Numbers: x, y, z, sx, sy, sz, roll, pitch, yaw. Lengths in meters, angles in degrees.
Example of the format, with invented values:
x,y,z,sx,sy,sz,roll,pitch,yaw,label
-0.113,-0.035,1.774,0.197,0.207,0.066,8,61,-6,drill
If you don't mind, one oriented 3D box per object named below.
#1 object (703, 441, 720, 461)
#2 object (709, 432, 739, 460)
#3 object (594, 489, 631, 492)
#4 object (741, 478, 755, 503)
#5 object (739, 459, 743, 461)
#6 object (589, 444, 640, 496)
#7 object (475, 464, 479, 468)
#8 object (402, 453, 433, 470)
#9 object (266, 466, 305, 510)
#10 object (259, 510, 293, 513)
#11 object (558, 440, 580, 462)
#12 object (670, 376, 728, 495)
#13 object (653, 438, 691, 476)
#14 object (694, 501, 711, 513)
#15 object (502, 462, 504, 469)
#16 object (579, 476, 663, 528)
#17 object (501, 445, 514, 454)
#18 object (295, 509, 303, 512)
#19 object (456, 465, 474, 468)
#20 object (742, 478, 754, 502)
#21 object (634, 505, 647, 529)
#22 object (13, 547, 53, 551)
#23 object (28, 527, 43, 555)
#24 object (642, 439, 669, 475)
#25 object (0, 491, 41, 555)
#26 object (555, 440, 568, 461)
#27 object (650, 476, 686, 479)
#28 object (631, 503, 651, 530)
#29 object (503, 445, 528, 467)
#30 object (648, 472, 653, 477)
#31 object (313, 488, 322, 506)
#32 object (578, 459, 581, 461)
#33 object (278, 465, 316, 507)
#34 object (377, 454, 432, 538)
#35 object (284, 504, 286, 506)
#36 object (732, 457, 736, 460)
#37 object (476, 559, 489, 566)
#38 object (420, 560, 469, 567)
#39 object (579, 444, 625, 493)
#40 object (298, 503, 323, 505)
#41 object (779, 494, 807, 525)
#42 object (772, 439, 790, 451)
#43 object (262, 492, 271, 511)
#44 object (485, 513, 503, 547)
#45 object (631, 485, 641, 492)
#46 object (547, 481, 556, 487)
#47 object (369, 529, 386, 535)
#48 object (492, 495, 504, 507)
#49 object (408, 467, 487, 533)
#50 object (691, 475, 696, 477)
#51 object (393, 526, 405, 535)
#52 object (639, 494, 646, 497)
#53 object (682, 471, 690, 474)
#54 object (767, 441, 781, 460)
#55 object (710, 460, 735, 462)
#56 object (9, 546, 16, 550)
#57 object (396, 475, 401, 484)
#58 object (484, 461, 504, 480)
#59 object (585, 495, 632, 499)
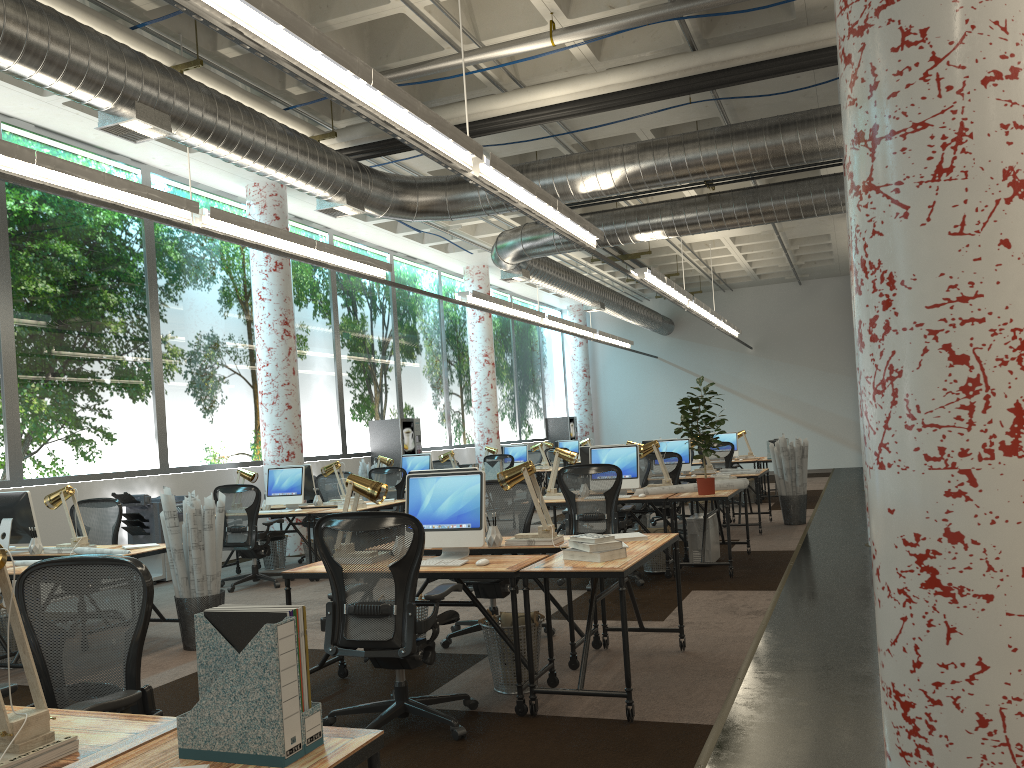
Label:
x,y,z,sx,sy,sz,roll,pitch,yaw,label
3.564,1.110,15.698,0.484,0.485,0.189,-4,-1,21,object
3.615,1.072,15.110,0.484,0.485,0.189,-4,-1,21,object
1.061,1.109,9.283,0.439,0.017,0.118,-5,-4,21,object
3.983,1.795,15.024,0.359,0.435,0.353,-4,-2,18,object
3.827,1.266,14.785,0.059,0.029,0.106,-5,-3,22,object
0.991,0.834,8.499,0.484,0.485,0.189,-4,-1,21,object
-0.589,1.280,12.388,0.281,0.302,0.150,-4,-1,21,object
-1.423,1.301,13.373,0.484,0.485,0.189,-4,-1,21,object
-2.511,1.166,9.877,0.484,0.485,0.189,-4,-1,21,object
-2.601,1.394,9.678,0.439,0.017,0.118,-5,-4,21,object
1.265,1.486,19.521,0.484,0.485,0.189,-4,-1,21,object
1.694,0.461,7.975,0.514,1.077,0.438,-4,-1,12,object
2.072,0.958,11.441,0.484,0.485,0.189,-4,-1,21,object
2.475,1.696,11.426,0.235,0.403,0.119,-4,-1,22,object
-0.202,1.553,16.676,0.101,0.209,0.101,-3,-1,-24,object
1.088,1.333,8.570,0.849,0.933,0.104,-4,0,17,object
0.030,1.424,17.085,0.484,0.485,0.189,-4,-1,21,object
-2.299,1.360,9.552,0.059,0.029,0.106,-5,-3,22,object
-0.643,1.275,12.250,0.281,0.302,0.150,-4,-1,21,object
4.017,1.810,15.096,0.235,0.403,0.119,-4,-1,22,object
1.719,1.781,12.035,0.235,0.403,0.119,-4,-1,22,object
-3.821,1.325,7.137,0.439,0.017,0.118,-5,-4,21,object
-3.640,1.196,6.761,0.101,0.209,0.101,-3,-1,-24,object
2.022,0.996,12.028,0.484,0.485,0.189,-4,-1,21,object
-3.941,1.088,6.941,0.484,0.485,0.189,-4,-1,21,object
1.214,1.524,20.109,0.484,0.485,0.189,-4,-1,21,object
1.983,1.185,11.242,0.439,0.017,0.118,-5,-4,21,object
1.752,1.769,12.106,0.359,0.435,0.353,-4,-2,18,object
0.081,1.386,16.497,0.484,0.485,0.189,-4,-1,21,object
1.789,1.125,11.619,0.101,0.209,0.101,-3,-1,-24,object
-2.261,1.312,10.285,0.101,0.209,0.101,-3,-1,-24,object
1.515,1.632,19.929,0.101,0.209,0.101,-3,-1,-24,object
-2.562,1.204,10.465,0.484,0.485,0.189,-4,-1,21,object
-1.623,1.648,12.894,1.079,1.208,0.190,-4,-1,22,object
-2.744,1.462,10.787,0.059,0.029,0.106,-5,-3,22,object
3.865,1.218,15.518,0.101,0.209,0.101,-3,-1,-24,object
-0.151,0.930,4.634,0.059,0.029,0.106,-5,-3,22,object
-0.453,0.964,4.761,0.439,0.017,0.118,-5,-4,21,object
0.941,0.872,9.087,0.484,0.485,0.189,-4,-1,21,object
-2.441,1.441,10.661,0.439,0.017,0.118,-5,-4,21,object
3.688,1.641,11.575,0.353,0.398,0.354,-3,-2,-24,object
4.713,1.116,15.516,0.281,0.302,0.150,-4,-1,21,object
-2.794,1.334,10.056,0.101,0.209,0.101,-3,-1,-24,object
-0.113,0.882,5.367,0.101,0.209,0.101,-3,-1,-24,object
1.242,0.980,8.907,0.101,0.209,0.101,-3,-1,-24,object
0.912,2.309,20.115,0.235,0.403,0.119,-4,-1,22,object
-2.113,2.154,13.837,0.354,0.398,0.352,-5,-2,40,object
-0.273,2.209,17.091,0.235,0.403,0.119,-4,-1,22,object
-0.414,0.774,5.547,0.484,0.485,0.189,-4,-1,21,object
2.284,1.152,11.116,0.059,0.029,0.106,-5,-3,22,object
-1.725,2.086,13.380,0.235,0.403,0.119,-4,-1,22,object
1.203,1.028,8.174,0.059,0.029,0.106,-5,-3,22,object
2.323,1.104,11.848,0.101,0.209,0.101,-3,-1,-24,object
4.344,1.085,14.575,0.281,0.302,0.150,-4,-1,21,object
3.525,1.300,14.911,0.439,0.017,0.118,-5,-4,21,object
-4.123,1.345,7.264,0.059,0.029,0.106,-5,-3,22,object
-1.655,1.430,12.964,0.101,0.209,0.101,-3,-1,-24,object
-0.274,1.306,13.192,0.281,0.302,0.150,-4,-1,21,object
0.902,1.062,8.300,0.439,0.017,0.118,-5,-4,21,object
